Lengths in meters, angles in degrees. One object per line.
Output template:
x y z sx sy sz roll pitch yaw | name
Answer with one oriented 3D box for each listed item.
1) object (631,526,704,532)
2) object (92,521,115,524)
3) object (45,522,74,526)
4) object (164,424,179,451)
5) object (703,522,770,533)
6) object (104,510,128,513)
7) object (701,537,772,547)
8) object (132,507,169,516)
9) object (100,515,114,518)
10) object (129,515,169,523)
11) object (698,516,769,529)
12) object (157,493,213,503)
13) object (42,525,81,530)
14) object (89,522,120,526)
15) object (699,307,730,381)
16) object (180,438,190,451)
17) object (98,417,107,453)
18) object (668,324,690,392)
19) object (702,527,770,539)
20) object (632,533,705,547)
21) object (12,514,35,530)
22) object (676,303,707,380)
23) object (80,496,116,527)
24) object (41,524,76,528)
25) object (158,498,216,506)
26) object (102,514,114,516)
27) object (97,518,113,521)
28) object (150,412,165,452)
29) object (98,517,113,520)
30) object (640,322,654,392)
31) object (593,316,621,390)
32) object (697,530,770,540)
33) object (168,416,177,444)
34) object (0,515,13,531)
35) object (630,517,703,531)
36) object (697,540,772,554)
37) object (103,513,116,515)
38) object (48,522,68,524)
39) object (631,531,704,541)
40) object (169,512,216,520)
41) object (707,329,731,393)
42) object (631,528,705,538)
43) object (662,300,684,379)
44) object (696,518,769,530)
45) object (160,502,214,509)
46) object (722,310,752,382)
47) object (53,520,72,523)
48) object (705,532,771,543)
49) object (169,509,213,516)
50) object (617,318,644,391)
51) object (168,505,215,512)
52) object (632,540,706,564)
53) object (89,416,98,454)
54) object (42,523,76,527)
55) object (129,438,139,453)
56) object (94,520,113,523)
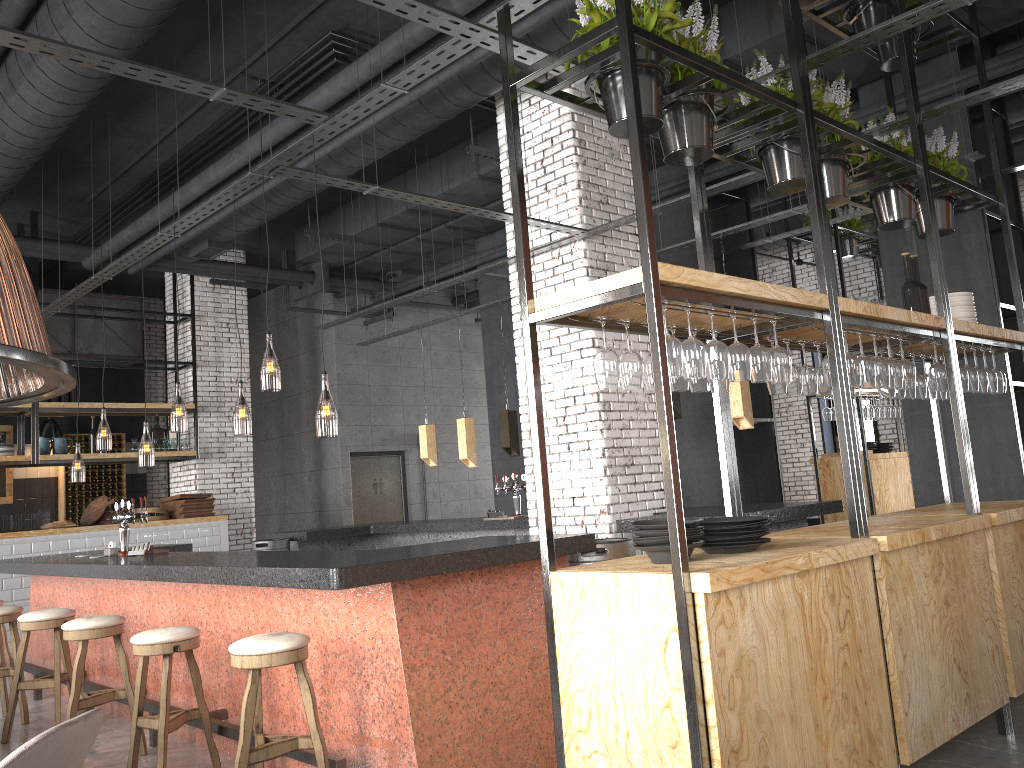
0.555 0.546 3.149 0.257 0.072 0.256 2 -10 -43 | object
-4.660 1.608 10.327 0.458 0.019 0.406 -7 -7 19 | object
-5.078 1.564 9.905 0.229 0.016 0.555 1 -9 -37 | object
-4.373 0.693 11.390 0.156 0.407 0.105 2 -10 -39 | object
0.825 0.557 3.375 0.306 0.037 0.305 2 -9 -42 | object
-4.699 1.497 10.322 0.407 0.019 0.457 -5 -7 3 | object
0.829 0.609 3.366 0.306 0.041 0.305 -1 -8 -26 | object
-4.338 1.525 10.606 0.437 0.154 0.439 -5 -7 3 | object
-4.697 1.544 10.313 0.407 0.019 0.457 -4 -7 -1 | object
-4.333 1.591 10.592 0.437 0.097 0.435 -2 -7 -19 | object
0.822 0.531 3.380 0.305 0.040 0.305 -8 -8 29 | object
-4.003 1.397 10.842 0.635 0.094 0.406 -11 -10 44 | object
-5.014 1.601 9.899 0.407 0.019 0.457 -4 -7 -2 | object
-4.676 1.625 10.319 0.458 0.019 0.405 -4 -7 -8 | object
0.752 -0.148 3.289 0.101 0.268 0.100 -6 -8 10 | object
-4.160 0.770 11.266 0.118 0.181 0.118 -2 -8 -19 | object
-4.982 0.631 10.785 0.098 0.472 0.098 1 -10 -36 | object
0.665 -0.104 3.595 0.101 0.268 0.100 -6 -8 10 | object
0.826 0.571 3.373 0.306 0.042 0.305 -5 -7 4 | object
0.556 0.575 3.144 0.257 0.076 0.256 2 -10 -43 | object
-5.358 1.513 9.725 0.170 0.169 0.181 -8 -8 26 | object
0.644 -0.151 3.189 0.101 0.268 0.100 -6 -8 10 | object
-4.749 1.450 10.138 0.487 0.339 0.241 -9 -9 32 | object
-5.080 1.590 9.903 0.276 0.019 0.512 1 -9 -38 | object
-4.005 1.452 10.917 0.634 0.044 0.405 -10 -9 40 | object
-4.679 1.529 10.335 0.458 0.019 0.405 -4 -7 -1 | object
-4.689 1.577 10.318 0.406 0.019 0.457 -6 -7 15 | object
-4.506 0.613 11.261 0.156 0.555 0.105 2 -10 -39 | object
-4.699 1.558 10.292 0.407 0.019 0.457 -1 -8 -30 | object
0.558 -0.108 3.495 0.101 0.268 0.100 -6 -8 10 | object
0.349 -0.115 3.300 0.101 0.268 0.100 -6 -8 10 | object
0.826 0.586 3.370 0.305 0.046 0.305 -5 -7 4 | object
-4.376 0.617 11.397 0.140 0.552 0.096 2 -10 -39 | object
-5.462 1.494 9.504 0.181 0.169 0.170 0 -9 -33 | object
0.554 0.521 3.153 0.257 0.076 0.256 -4 -7 -6 | object
0.830 0.620 3.366 0.306 0.035 0.305 -4 -7 -6 | object
-4.686 1.513 10.334 0.458 0.019 0.405 -3 -7 -10 | object
-5.037 1.538 9.820 0.172 0.010 0.367 0 -8 -33 | object
0.556 0.568 3.146 0.257 0.075 0.256 -2 -7 -18 | object
-3.991 1.627 10.892 0.634 0.044 0.405 -11 -9 42 | object
0.880 -0.097 3.797 0.101 0.268 0.100 -3 -8 -12 | object
0.556 0.550 3.148 0.257 0.072 0.256 -7 -7 18 | object
0.544 -0.155 3.095 0.101 0.268 0.100 -6 -8 10 | object
0.823 0.546 3.377 0.305 0.049 0.305 -2 -7 -18 | object
-4.001 1.496 10.910 0.405 0.044 0.634 2 -9 -43 | object
0.860 -0.144 3.390 0.101 0.268 0.100 -6 -8 10 | object
-4.964 1.520 9.799 0.184 0.011 0.253 -2 -7 -22 | object
0.828 0.595 3.369 0.306 0.044 0.305 2 -9 -42 | object
-3.994 1.583 10.898 0.405 0.044 0.634 1 -9 -41 | object
0.450 -0.112 3.394 0.101 0.268 0.100 -6 -8 10 | object
-3.998 1.540 10.904 0.634 0.044 0.405 -11 -9 43 | object
0.559 0.598 3.141 0.256 0.068 0.257 -10 -9 39 | object
-5.061 0.628 10.711 0.098 0.472 0.098 -10 -10 34 | object
-5.082 1.577 9.896 0.520 0.013 0.214 -11 -9 42 | object
-4.637 0.762 10.885 0.118 0.181 0.118 -6 -8 10 | object
-4.682 1.593 10.320 0.458 0.019 0.405 -3 -7 -15 | object
